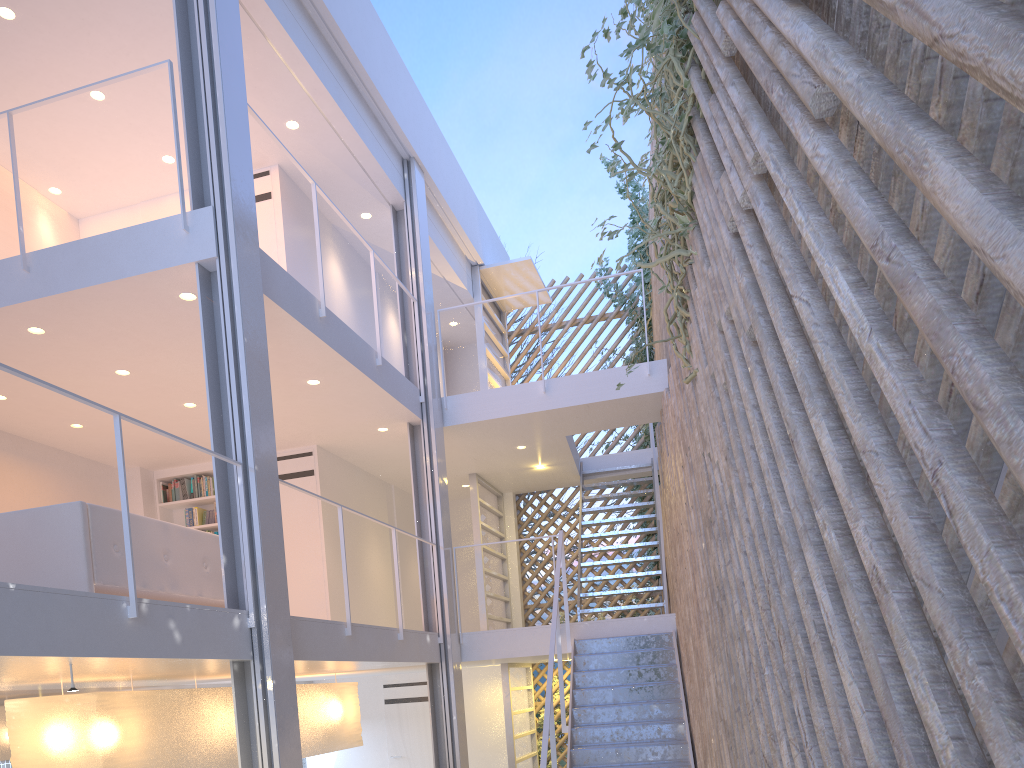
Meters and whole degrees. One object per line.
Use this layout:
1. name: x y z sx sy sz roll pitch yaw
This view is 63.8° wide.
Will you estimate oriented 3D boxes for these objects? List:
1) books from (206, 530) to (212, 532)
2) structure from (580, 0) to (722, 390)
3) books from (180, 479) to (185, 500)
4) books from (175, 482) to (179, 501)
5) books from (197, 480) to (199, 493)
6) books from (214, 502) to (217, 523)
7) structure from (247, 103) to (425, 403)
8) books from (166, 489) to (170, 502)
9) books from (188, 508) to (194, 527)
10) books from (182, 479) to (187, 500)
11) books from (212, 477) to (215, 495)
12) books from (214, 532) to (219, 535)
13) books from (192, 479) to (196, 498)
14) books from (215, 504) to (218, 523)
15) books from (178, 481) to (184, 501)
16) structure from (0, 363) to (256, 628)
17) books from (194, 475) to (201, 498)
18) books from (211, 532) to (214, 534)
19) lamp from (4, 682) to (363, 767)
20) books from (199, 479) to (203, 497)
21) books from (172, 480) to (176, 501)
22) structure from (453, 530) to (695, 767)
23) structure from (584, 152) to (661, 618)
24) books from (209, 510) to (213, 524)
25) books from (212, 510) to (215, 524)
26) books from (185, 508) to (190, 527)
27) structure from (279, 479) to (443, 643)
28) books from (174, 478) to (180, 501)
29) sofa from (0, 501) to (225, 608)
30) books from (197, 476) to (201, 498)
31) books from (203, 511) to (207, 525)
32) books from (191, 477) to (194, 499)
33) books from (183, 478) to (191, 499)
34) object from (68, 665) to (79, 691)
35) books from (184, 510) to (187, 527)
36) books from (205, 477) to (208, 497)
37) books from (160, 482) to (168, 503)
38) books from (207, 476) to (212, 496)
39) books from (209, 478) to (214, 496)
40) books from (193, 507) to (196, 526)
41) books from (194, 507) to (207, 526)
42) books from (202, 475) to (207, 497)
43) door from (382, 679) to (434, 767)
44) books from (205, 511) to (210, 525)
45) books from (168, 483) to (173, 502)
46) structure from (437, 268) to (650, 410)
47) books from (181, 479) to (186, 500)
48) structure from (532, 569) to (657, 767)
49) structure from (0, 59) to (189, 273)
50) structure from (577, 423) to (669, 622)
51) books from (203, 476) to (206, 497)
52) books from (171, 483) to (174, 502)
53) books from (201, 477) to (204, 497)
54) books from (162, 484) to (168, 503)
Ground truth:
1. books: -1.855 0.981 5.092 0.015 0.137 0.091 -4 -5 14
2. structure: 0.487 -1.188 1.928 0.746 2.604 2.461 -4 -8 6
3. books: -2.026 0.668 5.123 0.025 0.140 0.086 -4 -4 14
4. books: -2.056 0.682 5.127 0.021 0.118 0.095 -4 -6 14
5. books: -1.916 0.661 5.095 0.006 0.115 0.083 -4 -5 14
6. books: -1.805 0.804 5.078 0.015 0.137 0.081 -4 -4 14
7. structure: -0.728 -0.458 3.662 0.028 0.520 1.795 -4 -17 14
8. books: -2.138 0.714 5.165 0.021 0.095 0.064 -4 -5 14
9. books: -2.502 1.045 3.498 0.040 1.570 3.765 -3 -15 19
10. books: -2.009 0.665 5.118 0.025 0.140 0.086 -4 -4 14
11. books: -1.820 0.642 5.074 0.006 0.124 0.073 -4 -4 14
12. books: -1.806 0.982 5.088 0.021 0.126 0.072 -4 -3 14
13. books: -1.943 0.662 5.098 0.015 0.121 0.091 -4 -6 14
14. books: -2.415 1.015 3.466 0.125 1.550 3.786 -3 -15 22
15. books: -2.042 0.676 5.121 0.007 0.123 0.099 -4 -6 14
16. structure: -1.109 0.258 1.924 0.028 0.520 1.793 -4 -17 14
17. books: -1.929 0.647 5.094 0.015 0.147 0.089 -4 -4 14
18. books: -1.823 0.981 5.080 0.007 0.123 0.099 -4 -6 14
19. lamp: -1.495 1.809 4.323 0.452 0.397 2.434 -6 -19 13
20. books: -1.893 0.656 5.087 0.018 0.116 0.088 -4 -6 14
21. books: -2.084 0.677 5.137 0.011 0.140 0.088 -4 -4 14
22. structure: 0.182 1.469 3.657 1.191 1.871 2.053 -5 -10 7
23. structure: 1.235 0.989 7.037 1.125 4.342 3.417 -4 -6 12
24. books: -1.850 0.836 5.100 0.041 0.097 0.064 -5 -5 14
25. books: -1.829 0.832 5.094 0.041 0.097 0.064 -5 -5 14
26. books: -2.497 1.038 3.524 0.027 1.539 3.705 -3 -16 18
27. structure: -0.631 0.873 3.712 0.028 0.520 1.795 -4 -17 14
28. books: -2.072 0.672 5.136 0.011 0.148 0.084 -4 -3 14
29. sofa: -1.420 0.739 3.064 0.505 0.346 1.038 -7 -18 13
30. books: -1.909 0.649 5.088 0.010 0.136 0.091 -4 -5 14
31. books: -1.891 0.843 5.112 0.041 0.097 0.064 -5 -5 14
32. books: -1.962 0.658 5.108 0.027 0.138 0.080 -4 -4 14
33. books: -2.000 0.664 5.116 0.025 0.140 0.086 -4 -4 14
34. object: -1.240 0.828 2.320 0.029 0.076 0.029 -5 -1 26
35. books: -2.535 1.048 3.521 0.081 1.547 3.737 -4 -16 17
36. books: -1.854 0.647 5.072 0.015 0.119 0.095 -4 -6 14
37. books: -2.166 0.692 5.158 0.015 0.137 0.091 -4 -5 14
38. books: -1.840 0.641 5.067 0.015 0.123 0.098 -4 -6 14
39. books: -1.828 0.644 5.067 0.007 0.116 0.093 -4 -6 14
40. books: -2.490 1.030 3.505 0.037 1.544 3.741 -3 -15 19
41. books: -2.496 1.053 3.515 0.030 1.576 3.730 -3 -15 20
42. books: -1.875 0.640 5.079 0.009 0.140 0.092 -4 -4 14
43. door: -2.011 2.204 4.280 0.487 1.116 5.753 -5 -18 26
44. books: -1.871 0.839 5.104 0.041 0.097 0.064 -5 -5 14
45. books: -2.119 0.693 5.155 0.021 0.126 0.072 -4 -3 14
46. structure: 0.155 -0.229 4.464 1.153 0.550 0.027 -9 1 15
47. books: -2.017 0.667 5.121 0.025 0.140 0.086 -4 -4 14
48. structure: 0.622 2.419 6.411 1.155 1.931 0.291 -5 1 15
49. structure: -2.300 0.096 1.223 1.746 3.157 3.821 -5 -11 14
50. structure: 0.703 0.742 5.498 0.540 1.812 1.300 -4 -5 8
51. books: -1.867 0.643 5.074 0.008 0.129 0.098 -4 -6 14
52. books: -2.098 0.690 5.150 0.021 0.126 0.072 -4 -3 14
53. books: -1.883 0.649 5.079 0.005 0.123 0.098 -4 -6 14
54. books: -2.156 0.699 5.153 0.006 0.118 0.098 -4 -7 14
